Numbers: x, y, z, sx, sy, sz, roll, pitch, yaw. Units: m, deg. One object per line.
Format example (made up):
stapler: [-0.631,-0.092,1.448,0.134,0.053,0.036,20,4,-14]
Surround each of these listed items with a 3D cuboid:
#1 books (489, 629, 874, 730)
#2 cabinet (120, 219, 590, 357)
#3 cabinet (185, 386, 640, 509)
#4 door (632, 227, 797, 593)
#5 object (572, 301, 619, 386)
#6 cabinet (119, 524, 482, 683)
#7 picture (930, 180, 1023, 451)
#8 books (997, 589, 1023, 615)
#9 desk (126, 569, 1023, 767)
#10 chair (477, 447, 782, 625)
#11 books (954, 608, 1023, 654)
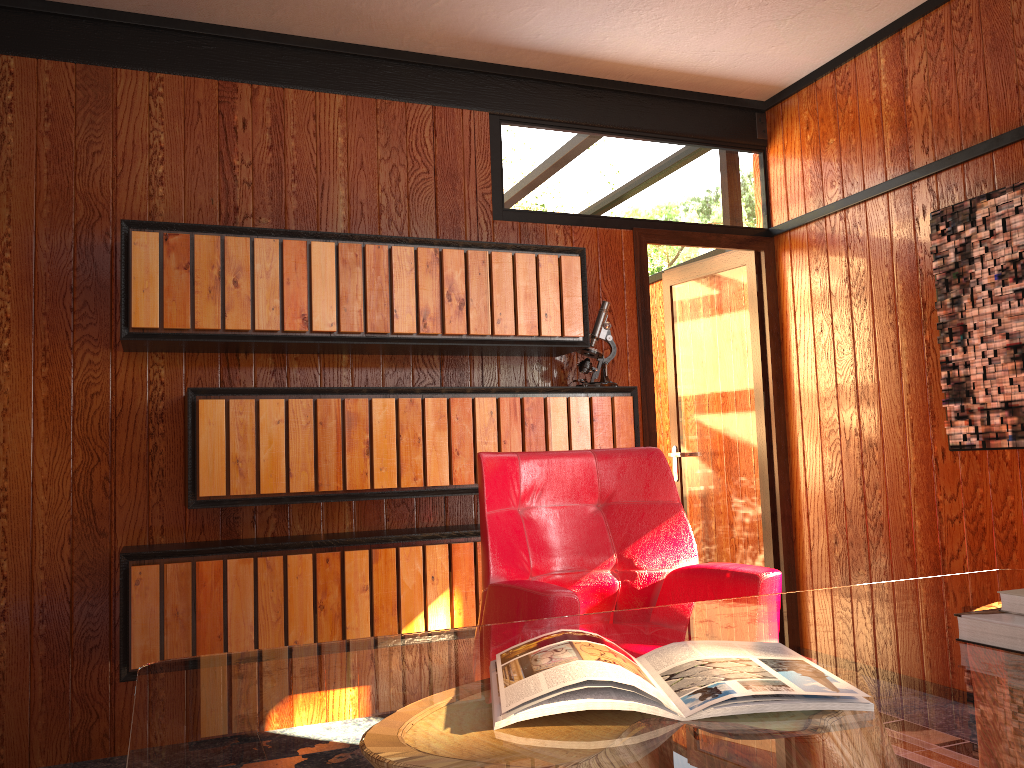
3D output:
books: [0.184,0.359,1.124,0.422,0.049,0.300,-2,-5,-2]
cabinet: [-0.527,-0.321,3.252,1.653,0.390,0.321,0,-5,-22]
cabinet: [-0.322,0.217,3.277,1.653,0.390,0.321,0,-5,-22]
door: [0.780,0.325,4.261,0.751,1.955,0.734,0,-5,-22]
object: [0.328,-0.158,3.529,0.181,0.354,0.142,-3,-5,15]
cabinet: [-0.489,0.730,3.158,1.653,0.390,0.321,0,-5,-22]
picture: [1.718,-0.237,2.786,0.061,0.873,0.916,0,-5,-22]
books: [0.881,0.317,1.283,0.249,0.029,0.198,0,-5,-20]
desk: [0.521,0.693,1.177,1.900,0.632,1.150,0,-5,-22]
chair: [0.239,0.635,2.200,0.621,0.956,0.839,0,-5,-22]
books: [0.885,0.350,1.263,0.366,0.040,0.286,0,-5,-22]
